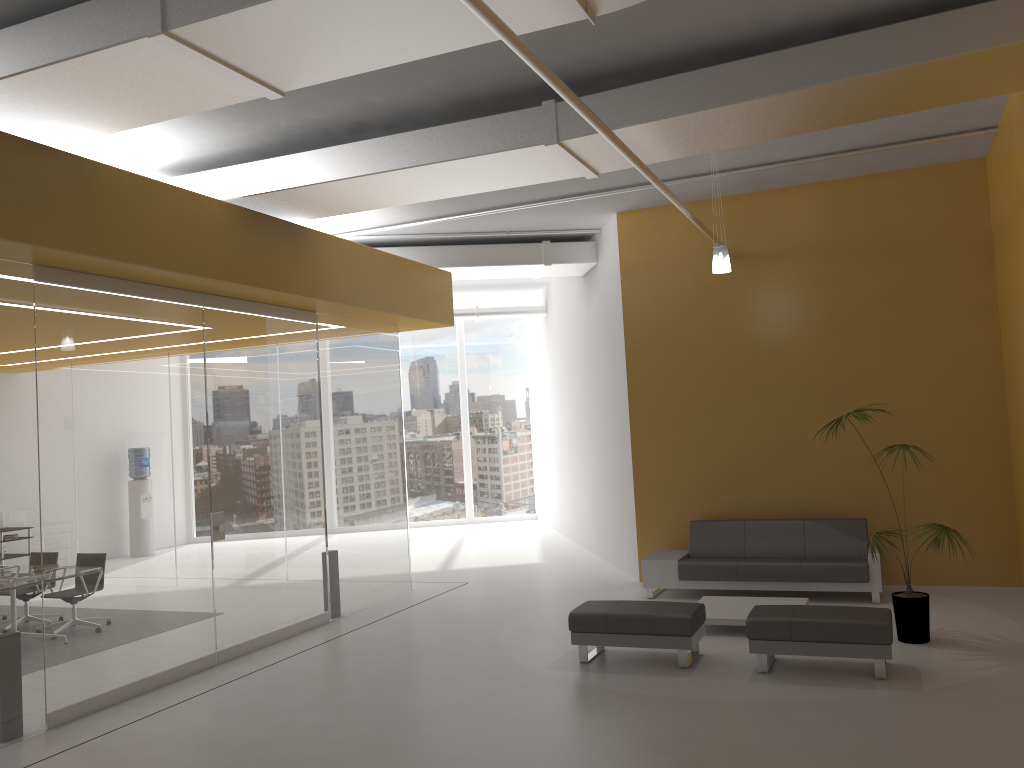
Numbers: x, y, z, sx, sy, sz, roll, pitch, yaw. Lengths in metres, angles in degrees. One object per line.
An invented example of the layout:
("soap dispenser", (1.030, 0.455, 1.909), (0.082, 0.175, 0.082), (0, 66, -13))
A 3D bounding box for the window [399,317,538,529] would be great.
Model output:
("window", (-2.399, 0.750, 18.444), (8.533, 4.498, 0.100), (-3, -3, -7))

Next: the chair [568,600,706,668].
("chair", (1.029, 2.017, 7.217), (1.012, 0.423, 0.575), (-4, -3, 23))

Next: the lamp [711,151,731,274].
("lamp", (1.937, -1.662, 8.359), (0.174, 1.227, 0.174), (-2, -3, -26))

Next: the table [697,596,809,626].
("table", (2.180, 2.140, 8.190), (1.000, 0.150, 1.000), (-4, -3, 23))

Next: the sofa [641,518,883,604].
("sofa", (2.653, 1.874, 9.501), (2.400, 0.761, 0.860), (-4, -3, 23))

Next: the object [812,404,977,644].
("object", (3.139, 1.135, 7.336), (0.912, 1.956, 1.222), (-2, -3, -27))

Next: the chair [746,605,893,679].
("chair", (2.315, 1.915, 6.653), (1.012, 0.423, 0.575), (-4, -3, 23))
